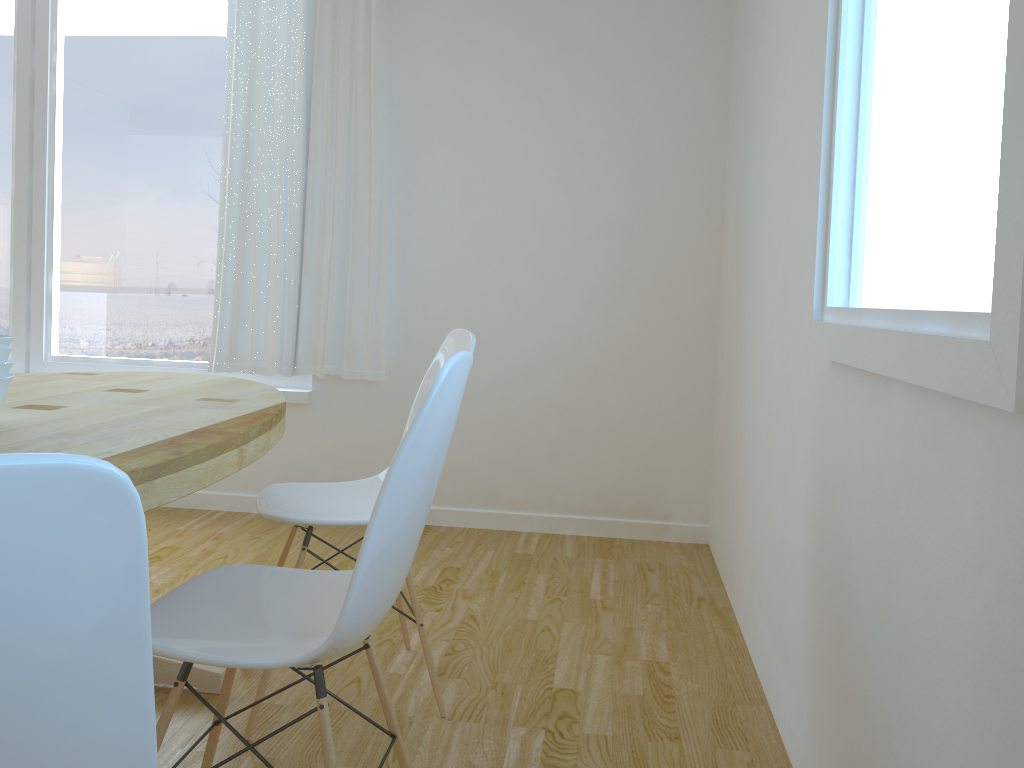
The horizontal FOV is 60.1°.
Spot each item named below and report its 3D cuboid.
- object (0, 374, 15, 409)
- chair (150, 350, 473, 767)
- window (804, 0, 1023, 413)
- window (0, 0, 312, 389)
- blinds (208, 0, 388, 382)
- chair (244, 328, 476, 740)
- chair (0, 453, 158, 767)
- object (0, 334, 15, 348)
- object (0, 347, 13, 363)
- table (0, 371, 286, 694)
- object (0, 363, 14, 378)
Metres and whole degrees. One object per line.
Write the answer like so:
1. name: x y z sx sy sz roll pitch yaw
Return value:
1. object: -0.982 0.026 1.591 0.152 0.082 0.152 -3 7 -44
2. chair: -0.351 0.385 1.425 0.523 0.899 0.431 3 3 7
3. window: -0.691 -0.577 0.926 2.549 2.048 1.886 3 4 7
4. window: -2.167 -1.002 4.037 2.727 1.913 0.088 3 2 7
5. blinds: -0.876 -1.101 3.686 0.795 2.154 0.150 3 2 7
6. chair: -0.384 0.307 2.187 0.523 0.899 0.431 1 3 -18
7. chair: -0.516 0.463 0.590 0.524 0.899 0.430 4 4 36
8. object: -0.982 -0.049 1.593 0.152 0.087 0.152 6 6 35
9. object: -0.986 -0.022 1.593 0.151 0.095 0.152 4 5 23
10. table: -1.100 0.433 1.527 1.194 0.723 2.198 3 5 5
11. object: -0.984 0.003 1.593 0.152 0.092 0.151 -2 7 -44
